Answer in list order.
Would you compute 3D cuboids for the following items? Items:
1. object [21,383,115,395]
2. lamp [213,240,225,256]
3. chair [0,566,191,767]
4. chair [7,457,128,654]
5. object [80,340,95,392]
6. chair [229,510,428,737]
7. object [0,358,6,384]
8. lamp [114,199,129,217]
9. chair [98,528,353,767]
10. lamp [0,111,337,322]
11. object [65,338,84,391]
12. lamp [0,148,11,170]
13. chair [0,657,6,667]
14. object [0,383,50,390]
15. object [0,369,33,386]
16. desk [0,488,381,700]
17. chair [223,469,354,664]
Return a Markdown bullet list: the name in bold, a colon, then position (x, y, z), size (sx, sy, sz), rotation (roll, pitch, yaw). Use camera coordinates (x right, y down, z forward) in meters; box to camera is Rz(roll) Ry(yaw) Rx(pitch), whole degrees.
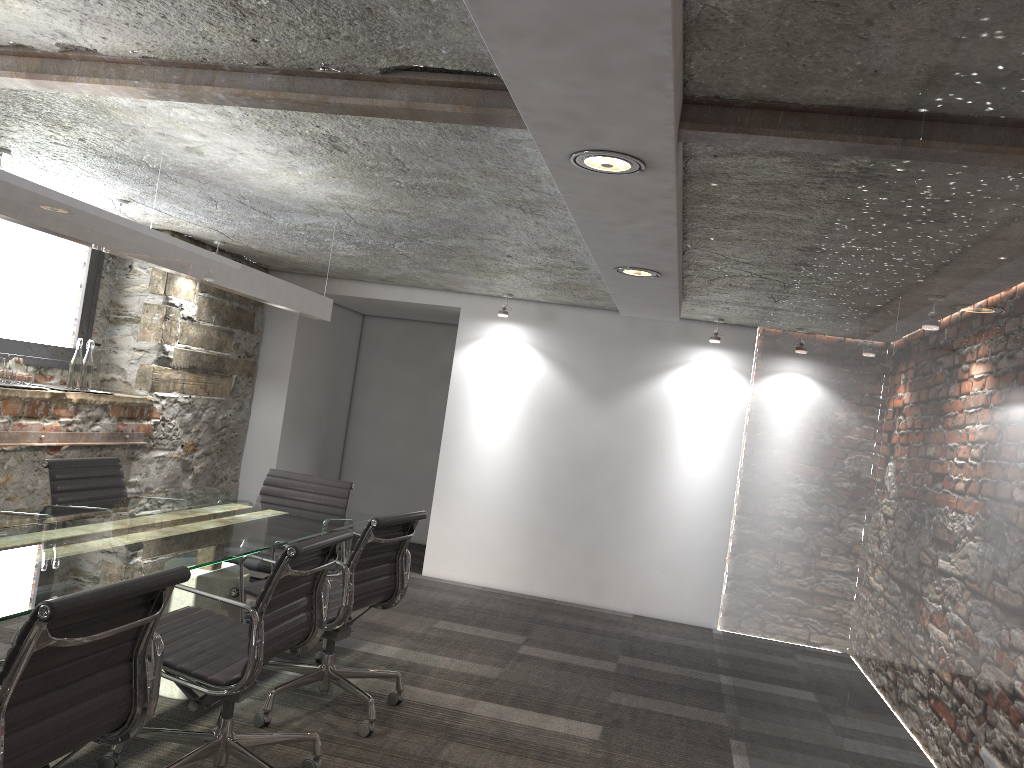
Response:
- **object**: position (-2.554, 0.027, 5.095), size (0.310, 0.007, 0.457), rotation (8, -2, 11)
- **lamp**: position (-1.958, -0.863, 5.862), size (0.077, 0.165, 0.098), rotation (6, -3, 44)
- **chair**: position (-1.145, 0.794, 1.914), size (0.667, 0.837, 0.693), rotation (8, -2, 2)
- **chair**: position (-1.693, 0.778, 3.861), size (0.667, 0.837, 0.693), rotation (8, -2, 3)
- **object**: position (-2.461, -0.106, 5.138), size (0.073, 0.300, 0.073), rotation (9, -2, -20)
- **chair**: position (-0.766, 0.904, 3.657), size (0.667, 0.837, 0.693), rotation (8, -2, 9)
- **object**: position (-2.655, -0.077, 4.442), size (0.108, 0.131, 0.218), rotation (8, -2, 9)
- **lamp**: position (-2.155, -0.924, 4.840), size (0.077, 0.165, 0.098), rotation (6, -3, 44)
- **chair**: position (-0.921, 0.855, 2.826), size (0.667, 0.837, 0.693), rotation (8, -2, 1)
- **lamp**: position (-1.211, -0.670, 2.943), size (0.073, 0.524, 3.159), rotation (8, -2, 11)
- **object**: position (-2.478, -0.112, 5.047), size (0.073, 0.300, 0.073), rotation (9, -2, -20)
- **lamp**: position (-2.319, -0.975, 3.986), size (0.077, 0.165, 0.098), rotation (6, -3, 44)
- **chair**: position (-1.875, 0.724, 3.002), size (0.667, 0.837, 0.693), rotation (8, -2, 2)
- **object**: position (-2.660, -0.006, 4.543), size (0.310, 0.007, 0.457), rotation (8, -2, 11)
- **object**: position (-2.626, -0.037, 4.653), size (0.111, 0.072, 0.191), rotation (8, -2, 19)
- **desk**: position (-1.426, 0.850, 2.895), size (0.909, 0.711, 3.154), rotation (8, -2, 11)
- **chair**: position (-1.154, 0.869, 4.308), size (0.693, 0.837, 0.667), rotation (8, -2, 4)
